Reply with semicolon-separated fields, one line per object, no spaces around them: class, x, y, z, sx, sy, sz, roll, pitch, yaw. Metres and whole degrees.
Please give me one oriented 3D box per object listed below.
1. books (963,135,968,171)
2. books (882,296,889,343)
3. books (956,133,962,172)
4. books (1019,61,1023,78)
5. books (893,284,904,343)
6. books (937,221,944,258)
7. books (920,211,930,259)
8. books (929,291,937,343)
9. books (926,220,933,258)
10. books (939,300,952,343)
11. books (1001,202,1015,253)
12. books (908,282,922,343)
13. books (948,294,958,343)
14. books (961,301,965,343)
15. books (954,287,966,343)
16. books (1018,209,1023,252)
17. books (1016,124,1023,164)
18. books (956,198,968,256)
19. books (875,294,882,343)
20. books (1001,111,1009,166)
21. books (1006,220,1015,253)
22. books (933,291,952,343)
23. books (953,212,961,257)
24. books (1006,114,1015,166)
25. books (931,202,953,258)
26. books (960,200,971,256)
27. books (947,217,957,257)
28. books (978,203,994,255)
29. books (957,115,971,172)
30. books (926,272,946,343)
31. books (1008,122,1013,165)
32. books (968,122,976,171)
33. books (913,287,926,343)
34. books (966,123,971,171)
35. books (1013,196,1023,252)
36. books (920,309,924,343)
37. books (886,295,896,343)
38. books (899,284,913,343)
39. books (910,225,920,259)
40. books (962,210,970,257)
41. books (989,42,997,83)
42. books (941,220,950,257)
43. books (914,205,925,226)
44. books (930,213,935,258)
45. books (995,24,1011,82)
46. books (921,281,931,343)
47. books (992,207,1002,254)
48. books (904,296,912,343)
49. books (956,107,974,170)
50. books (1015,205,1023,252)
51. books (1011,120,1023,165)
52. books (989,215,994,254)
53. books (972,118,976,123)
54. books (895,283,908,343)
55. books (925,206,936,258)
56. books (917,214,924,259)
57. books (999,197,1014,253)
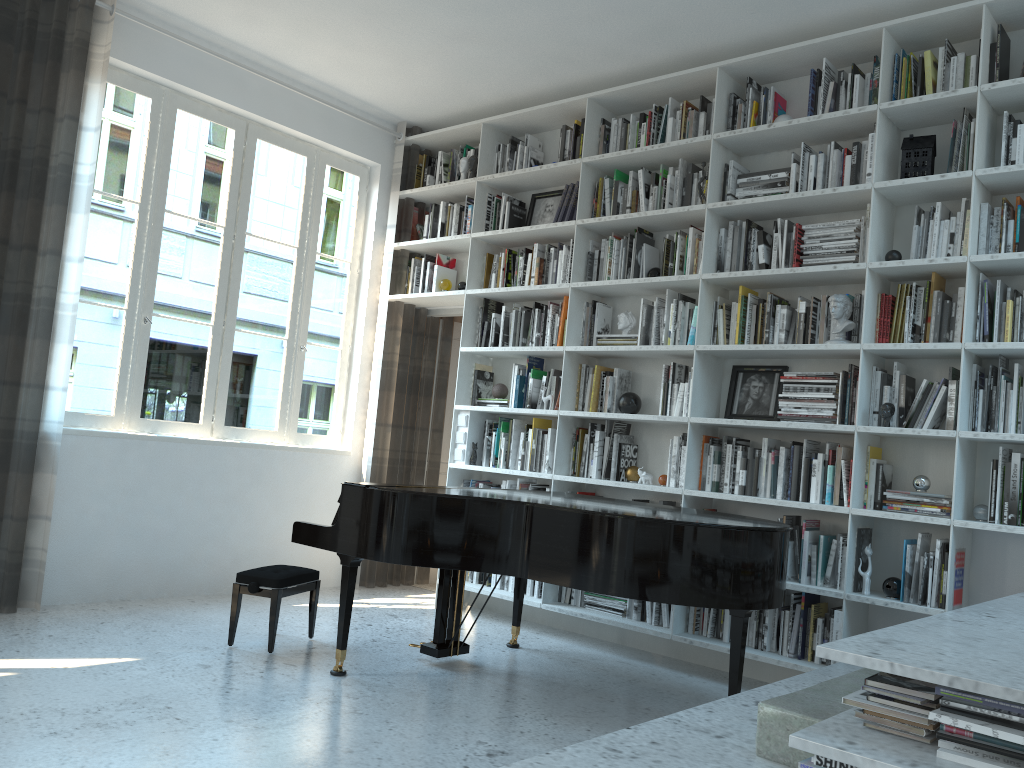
books;2.039;-0.984;3.948;0.013;0.210;0.140;2;-5;41
books;1.752;-0.275;4.105;0.014;0.244;0.145;2;-5;41
books;2.023;-0.987;3.965;0.024;0.217;0.169;2;-5;41
books;2.225;-1.341;3.818;0.046;0.206;0.183;2;-5;41
books;1.795;-0.298;4.065;0.035;0.293;0.145;2;-5;41
books;1.939;-0.613;3.963;0.024;0.194;0.173;2;-5;41
books;1.896;-0.640;4.025;0.028;0.250;0.164;2;-5;41
books;1.909;-0.275;3.957;0.033;0.253;0.175;2;-5;41
books;1.913;-0.618;4.007;0.023;0.207;0.171;2;-5;41
books;1.932;-0.252;3.912;0.034;0.204;0.181;2;-5;41
books;2.131;-0.634;3.805;0.014;0.247;0.176;2;-5;41
books;1.834;-0.299;4.015;0.019;0.294;0.164;2;-5;41
books;1.965;-0.267;3.911;0.028;0.239;0.145;2;-5;41
books;2.004;-0.269;3.890;0.019;0.247;0.149;2;-5;41
books;1.981;-0.280;3.892;0.032;0.266;0.143;2;-5;41
books;2.188;-0.616;3.767;0.026;0.215;0.161;2;-5;41
books;2.191;-0.979;3.790;0.026;0.207;0.181;2;-5;41
books;2.008;-0.659;3.925;0.028;0.293;0.154;2;-5;41
books;1.728;-0.280;4.126;0.014;0.254;0.161;2;-5;41
books;2.150;-1.017;3.844;0.012;0.285;0.159;2;-5;41
books;2.149;-0.598;3.800;0.021;0.178;0.136;2;-5;41
books;1.910;-0.272;3.923;0.027;0.242;0.189;2;-5;41
books;1.991;-0.630;3.933;0.024;0.233;0.150;2;-5;41
books;2.172;-1.012;3.852;0.011;0.279;0.133;2;-5;41
books;1.923;-0.655;3.968;0.028;0.275;0.187;2;-5;41
books;2.018;-0.651;3.913;0.025;0.277;0.173;2;-5;41
books;1.972;-0.620;3.940;0.029;0.211;0.158;2;-5;41
books;2.071;-0.638;3.854;0.028;0.251;0.190;2;-5;41
books;2.020;-1.025;3.944;0.021;0.288;0.179;2;-5;41
books;1.897;-0.318;3.970;0.021;0.337;0.169;2;-5;41
books;2.174;-0.993;3.838;0.012;0.239;0.139;2;-5;41
books;2.049;-1.005;3.910;0.013;0.248;0.186;2;-5;41
books;1.863;-0.287;4.019;0.035;0.278;0.139;2;-5;41
books;2.041;-1.007;3.936;0.005;0.255;0.159;2;-5;41
books;2.178;-0.648;3.804;0.014;0.283;0.135;2;-5;41
books;1.879;-0.238;4.001;0.030;0.181;0.131;2;-5;41
books;1.771;-0.274;4.104;0.013;0.246;0.177;2;-5;41
books;1.814;-0.297;4.049;0.035;0.293;0.145;2;-5;41
books;1.855;-0.611;4.036;0.028;0.185;0.181;2;-5;41
books;2.018;-0.629;3.888;0.028;0.229;0.177;2;-5;41
books;2.137;-1.356;3.902;0.033;0.229;0.175;2;-5;41
books;1.955;-0.613;3.953;0.027;0.196;0.185;2;-5;41
books;1.864;-0.658;4.063;0.018;0.285;0.159;2;-5;41
books;1.922;-0.633;3.994;0.023;0.236;0.178;2;-5;41
books;2.151;-1.393;3.885;0.019;0.304;0.176;2;-5;41
books;1.873;-0.298;3.962;0.019;0.293;0.182;2;-5;41
books;2.117;-0.630;3.844;0.030;0.242;0.138;2;-5;41
books;1.820;-0.268;4.027;0.015;0.231;0.180;2;-5;41
books;2.025;-1.048;3.972;0.025;0.339;0.143;2;-5;41
books;2.173;-0.627;3.779;0.013;0.236;0.157;2;-5;41
books;2.185;-0.995;3.822;0.026;0.243;0.148;2;-5;41
books;2.102;-0.614;3.860;0.013;0.209;0.140;2;-5;41
books;2.068;-1.020;3.952;0.013;0.288;0.131;2;-5;41
books;1.795;-0.299;4.046;0.035;0.293;0.145;2;-5;41
books;1.909;-0.653;4.017;0.019;0.275;0.146;2;-5;41
books;1.886;-0.636;4.040;0.024;0.242;0.159;2;-5;41
books;2.133;-0.648;3.827;0.014;0.278;0.154;2;-5;41
